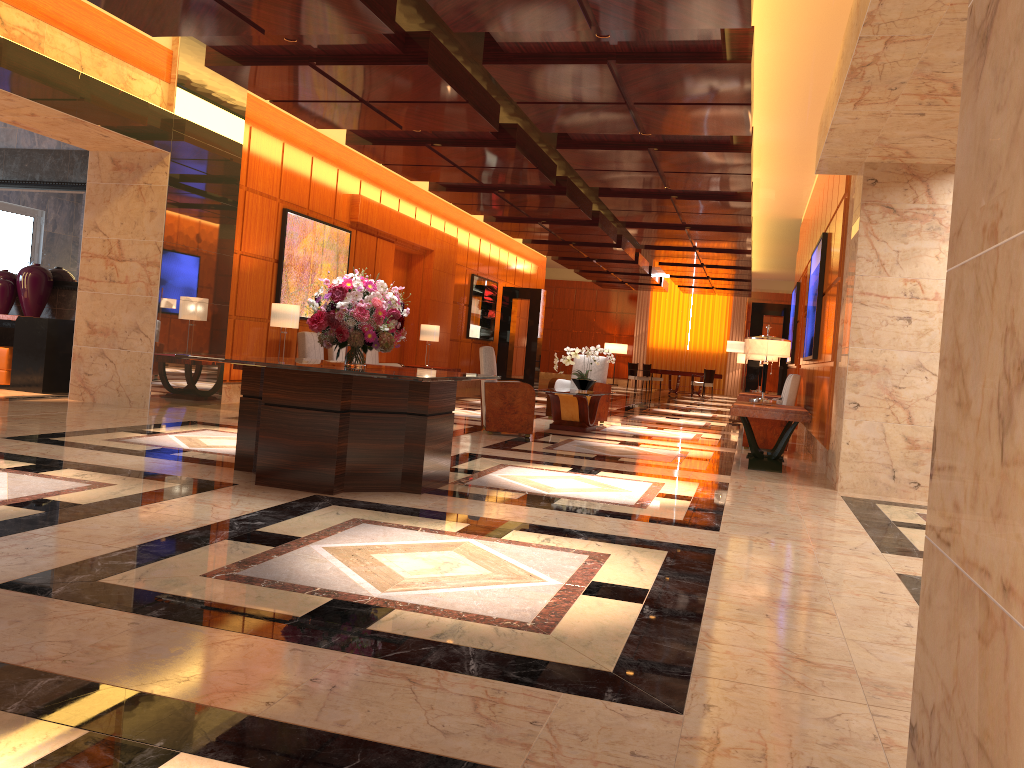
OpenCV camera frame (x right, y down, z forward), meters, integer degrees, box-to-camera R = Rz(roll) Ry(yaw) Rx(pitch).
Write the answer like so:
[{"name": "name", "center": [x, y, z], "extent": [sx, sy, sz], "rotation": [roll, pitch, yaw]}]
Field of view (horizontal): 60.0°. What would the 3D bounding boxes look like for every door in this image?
[{"name": "door", "center": [4.911, -0.521, 14.488], "extent": [0.341, 2.651, 1.537], "rotation": [5, 0, 15]}, {"name": "door", "center": [-2.158, -1.179, 16.392], "extent": [0.341, 2.651, 1.499], "rotation": [5, 0, 15]}]

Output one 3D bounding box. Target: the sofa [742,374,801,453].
[{"name": "sofa", "center": [3.264, 0.316, 11.196], "extent": [0.613, 0.932, 1.798], "rotation": [5, 2, 16]}]

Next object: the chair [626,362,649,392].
[{"name": "chair", "center": [3.886, -0.210, 27.616], "extent": [0.583, 0.894, 0.577], "rotation": [4, 1, -37]}]

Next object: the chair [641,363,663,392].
[{"name": "chair", "center": [4.512, -0.198, 28.706], "extent": [0.577, 0.894, 0.583], "rotation": [5, 1, 43]}]

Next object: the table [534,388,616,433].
[{"name": "table", "center": [0.797, 0.339, 11.319], "extent": [0.723, 0.496, 1.559], "rotation": [5, 2, 18]}]

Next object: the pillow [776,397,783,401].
[{"name": "pillow", "center": [3.339, 0.284, 11.197], "extent": [0.160, 0.253, 0.357], "rotation": [5, 1, 12]}]

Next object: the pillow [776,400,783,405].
[{"name": "pillow", "center": [3.188, 0.302, 10.774], "extent": [0.202, 0.230, 0.273], "rotation": [5, 1, 18]}]

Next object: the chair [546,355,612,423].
[{"name": "chair", "center": [0.989, 0.054, 12.820], "extent": [0.739, 0.961, 0.628], "rotation": [5, 1, 34]}]

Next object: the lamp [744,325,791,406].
[{"name": "lamp", "center": [2.558, -0.195, 8.938], "extent": [0.459, 0.810, 0.458], "rotation": [5, 0, 24]}]

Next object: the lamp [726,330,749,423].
[{"name": "lamp", "center": [4.025, -0.141, 15.655], "extent": [0.527, 1.661, 0.360], "rotation": [5, 0, 5]}]

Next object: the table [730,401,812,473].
[{"name": "table", "center": [2.531, 0.518, 8.787], "extent": [0.726, 0.606, 1.270], "rotation": [5, 2, 15]}]

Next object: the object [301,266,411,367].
[{"name": "object", "center": [-1.024, -0.448, 5.922], "extent": [0.650, 0.658, 0.680], "rotation": [5, 1, 6]}]

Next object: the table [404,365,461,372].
[{"name": "table", "center": [-1.473, -0.037, 15.708], "extent": [0.725, 0.534, 1.167], "rotation": [5, 2, 18]}]

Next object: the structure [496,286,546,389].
[{"name": "structure", "center": [0.210, -1.106, 21.810], "extent": [0.986, 2.498, 0.500], "rotation": [5, 0, 15]}]

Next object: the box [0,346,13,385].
[{"name": "box", "center": [-6.337, -0.255, 10.646], "extent": [1.133, 0.427, 0.489], "rotation": [5, 1, 15]}]

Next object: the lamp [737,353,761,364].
[{"name": "lamp", "center": [8.156, -0.351, 30.614], "extent": [0.809, 1.661, 0.812], "rotation": [5, 0, -35]}]

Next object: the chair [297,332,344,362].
[{"name": "chair", "center": [-2.550, -0.211, 12.044], "extent": [0.629, 0.961, 0.737], "rotation": [5, 1, 14]}]

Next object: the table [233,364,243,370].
[{"name": "table", "center": [-2.778, 0.033, 10.872], "extent": [0.725, 0.534, 1.167], "rotation": [5, 2, 18]}]

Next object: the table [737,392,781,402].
[{"name": "table", "center": [3.631, 0.459, 12.862], "extent": [0.726, 0.606, 1.270], "rotation": [5, 2, 15]}]

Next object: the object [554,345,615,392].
[{"name": "object", "center": [0.928, -0.213, 11.420], "extent": [0.788, 0.617, 0.418], "rotation": [5, 1, -8]}]

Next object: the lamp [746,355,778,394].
[{"name": "lamp", "center": [3.642, -0.261, 12.947], "extent": [0.458, 0.794, 0.459], "rotation": [5, 0, -23]}]

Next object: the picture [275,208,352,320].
[{"name": "picture", "center": [-2.830, -1.635, 12.780], "extent": [0.056, 1.452, 1.996], "rotation": [5, 1, 15]}]

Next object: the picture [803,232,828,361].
[{"name": "picture", "center": [3.778, -1.023, 11.082], "extent": [0.056, 1.452, 1.996], "rotation": [5, 1, 15]}]

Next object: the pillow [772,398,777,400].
[{"name": "pillow", "center": [3.424, 0.284, 11.623], "extent": [0.195, 0.227, 0.344], "rotation": [5, 1, 20]}]

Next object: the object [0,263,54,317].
[{"name": "object", "center": [-6.104, -1.172, 10.886], "extent": [0.862, 0.652, 0.520], "rotation": [5, 1, 14]}]

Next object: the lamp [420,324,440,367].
[{"name": "lamp", "center": [1.248, -0.232, 9.873], "extent": [0.334, 0.734, 13.020], "rotation": [5, 2, -26]}]

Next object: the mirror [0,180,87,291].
[{"name": "mirror", "center": [-6.070, -1.888, 11.145], "extent": [1.768, 1.338, 0.029], "rotation": [5, 0, 15]}]

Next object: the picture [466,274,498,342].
[{"name": "picture", "center": [-0.676, -1.751, 20.753], "extent": [0.056, 1.452, 1.996], "rotation": [5, 1, 15]}]

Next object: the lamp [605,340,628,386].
[{"name": "lamp", "center": [3.688, -0.767, 31.830], "extent": [0.809, 1.661, 0.812], "rotation": [5, 0, -35]}]

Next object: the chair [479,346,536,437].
[{"name": "chair", "center": [-0.075, 0.069, 10.019], "extent": [0.628, 0.961, 0.738], "rotation": [5, 1, -6]}]

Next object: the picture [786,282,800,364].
[{"name": "picture", "center": [5.305, -1.105, 16.738], "extent": [0.056, 1.452, 1.996], "rotation": [5, 1, 15]}]

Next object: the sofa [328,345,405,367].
[{"name": "sofa", "center": [-2.239, -0.231, 13.634], "extent": [0.613, 0.932, 1.798], "rotation": [5, 2, 16]}]

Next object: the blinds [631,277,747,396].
[{"name": "blinds", "center": [6.326, -1.759, 31.797], "extent": [3.856, 4.065, 0.149], "rotation": [5, 0, 15]}]

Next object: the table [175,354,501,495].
[{"name": "table", "center": [-1.086, 0.252, 5.902], "extent": [1.601, 0.745, 1.600], "rotation": [5, 2, 15]}]

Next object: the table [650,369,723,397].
[{"name": "table", "center": [5.358, -0.017, 27.384], "extent": [2.105, 0.741, 0.784], "rotation": [4, 1, -14]}]

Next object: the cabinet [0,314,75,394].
[{"name": "cabinet", "center": [-6.286, -0.420, 10.787], "extent": [2.192, 0.868, 0.783], "rotation": [5, 1, 15]}]

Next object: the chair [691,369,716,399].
[{"name": "chair", "center": [5.726, -0.013, 26.433], "extent": [0.583, 0.894, 0.577], "rotation": [4, 1, -32]}]
